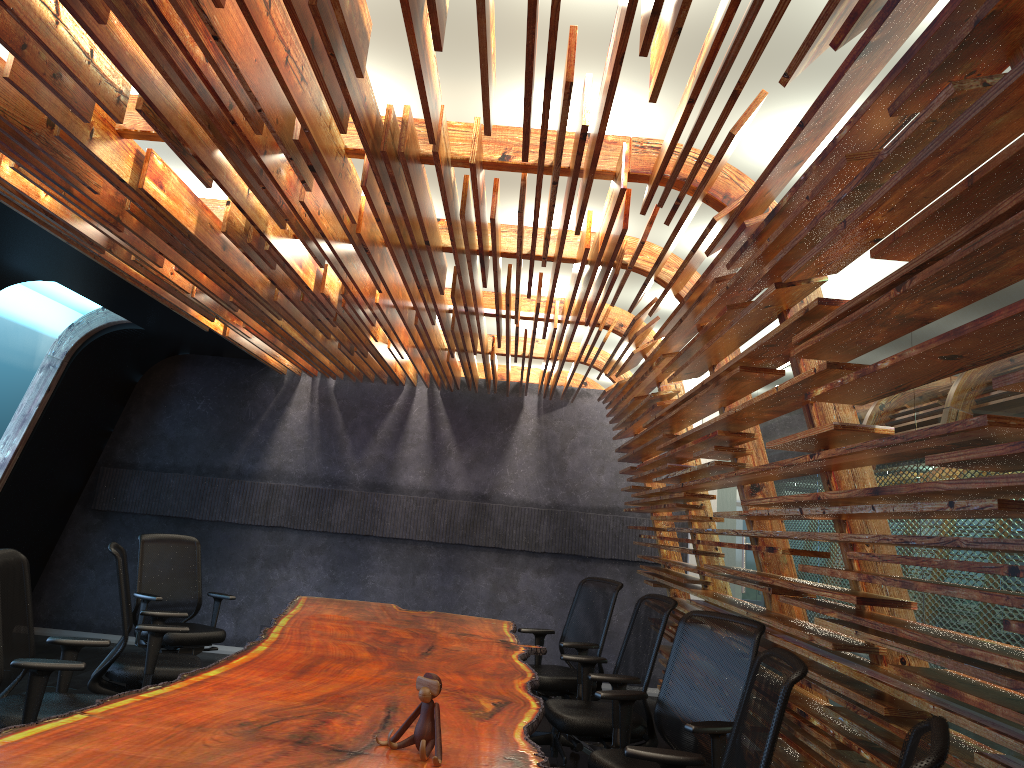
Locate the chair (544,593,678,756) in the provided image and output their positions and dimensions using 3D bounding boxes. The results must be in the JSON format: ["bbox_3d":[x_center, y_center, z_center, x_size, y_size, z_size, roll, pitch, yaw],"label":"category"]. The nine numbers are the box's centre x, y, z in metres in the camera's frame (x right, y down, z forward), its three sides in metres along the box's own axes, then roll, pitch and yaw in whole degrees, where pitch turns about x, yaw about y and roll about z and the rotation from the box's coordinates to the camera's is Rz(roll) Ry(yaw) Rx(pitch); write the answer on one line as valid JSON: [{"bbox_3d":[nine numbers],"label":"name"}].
[{"bbox_3d":[0.489,1.849,5.091,0.794,1.276,0.790,7,-14,-8],"label":"chair"}]

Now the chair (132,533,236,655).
[{"bbox_3d":[-2.529,1.817,6.703,0.791,1.276,0.793,-5,-17,34],"label":"chair"}]

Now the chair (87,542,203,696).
[{"bbox_3d":[-2.155,1.636,5.333,0.790,1.276,0.795,10,-15,-19],"label":"chair"}]

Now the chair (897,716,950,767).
[{"bbox_3d":[0.535,1.348,1.894,0.795,1.276,0.790,-2,-16,25],"label":"chair"}]

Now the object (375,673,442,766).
[{"bbox_3d":[-0.299,1.090,2.907,0.304,0.253,0.125,-6,-18,42],"label":"object"}]

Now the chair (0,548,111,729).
[{"bbox_3d":[-2.110,1.439,4.055,0.792,1.276,0.793,9,-15,-14],"label":"chair"}]

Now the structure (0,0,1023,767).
[{"bbox_3d":[-0.521,0.502,3.987,4.529,3.079,11.144,5,-9,1],"label":"structure"}]

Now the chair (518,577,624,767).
[{"bbox_3d":[0.312,2.025,6.315,0.788,1.276,0.797,11,-16,-23],"label":"chair"}]

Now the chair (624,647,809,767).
[{"bbox_3d":[0.519,1.500,2.867,0.797,1.276,0.787,4,-14,6],"label":"chair"}]

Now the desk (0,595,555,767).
[{"bbox_3d":[-0.815,1.780,4.104,2.036,0.841,6.469,5,-9,1],"label":"desk"}]

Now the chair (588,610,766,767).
[{"bbox_3d":[0.698,1.702,4.036,0.785,1.276,0.800,13,-16,-28],"label":"chair"}]
